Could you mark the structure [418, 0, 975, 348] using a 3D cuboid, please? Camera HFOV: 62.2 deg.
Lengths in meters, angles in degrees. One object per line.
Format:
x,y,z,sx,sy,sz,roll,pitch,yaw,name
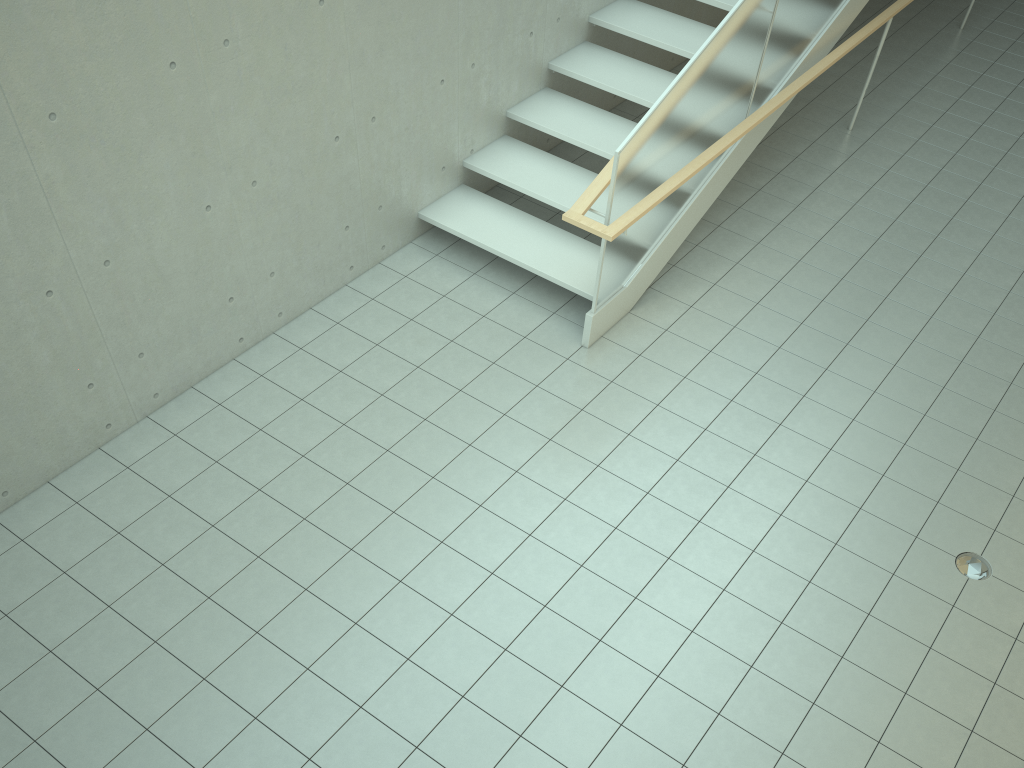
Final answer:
3.524,-5.150,6.863,1.787,4.937,11.431,33,55,25,structure
